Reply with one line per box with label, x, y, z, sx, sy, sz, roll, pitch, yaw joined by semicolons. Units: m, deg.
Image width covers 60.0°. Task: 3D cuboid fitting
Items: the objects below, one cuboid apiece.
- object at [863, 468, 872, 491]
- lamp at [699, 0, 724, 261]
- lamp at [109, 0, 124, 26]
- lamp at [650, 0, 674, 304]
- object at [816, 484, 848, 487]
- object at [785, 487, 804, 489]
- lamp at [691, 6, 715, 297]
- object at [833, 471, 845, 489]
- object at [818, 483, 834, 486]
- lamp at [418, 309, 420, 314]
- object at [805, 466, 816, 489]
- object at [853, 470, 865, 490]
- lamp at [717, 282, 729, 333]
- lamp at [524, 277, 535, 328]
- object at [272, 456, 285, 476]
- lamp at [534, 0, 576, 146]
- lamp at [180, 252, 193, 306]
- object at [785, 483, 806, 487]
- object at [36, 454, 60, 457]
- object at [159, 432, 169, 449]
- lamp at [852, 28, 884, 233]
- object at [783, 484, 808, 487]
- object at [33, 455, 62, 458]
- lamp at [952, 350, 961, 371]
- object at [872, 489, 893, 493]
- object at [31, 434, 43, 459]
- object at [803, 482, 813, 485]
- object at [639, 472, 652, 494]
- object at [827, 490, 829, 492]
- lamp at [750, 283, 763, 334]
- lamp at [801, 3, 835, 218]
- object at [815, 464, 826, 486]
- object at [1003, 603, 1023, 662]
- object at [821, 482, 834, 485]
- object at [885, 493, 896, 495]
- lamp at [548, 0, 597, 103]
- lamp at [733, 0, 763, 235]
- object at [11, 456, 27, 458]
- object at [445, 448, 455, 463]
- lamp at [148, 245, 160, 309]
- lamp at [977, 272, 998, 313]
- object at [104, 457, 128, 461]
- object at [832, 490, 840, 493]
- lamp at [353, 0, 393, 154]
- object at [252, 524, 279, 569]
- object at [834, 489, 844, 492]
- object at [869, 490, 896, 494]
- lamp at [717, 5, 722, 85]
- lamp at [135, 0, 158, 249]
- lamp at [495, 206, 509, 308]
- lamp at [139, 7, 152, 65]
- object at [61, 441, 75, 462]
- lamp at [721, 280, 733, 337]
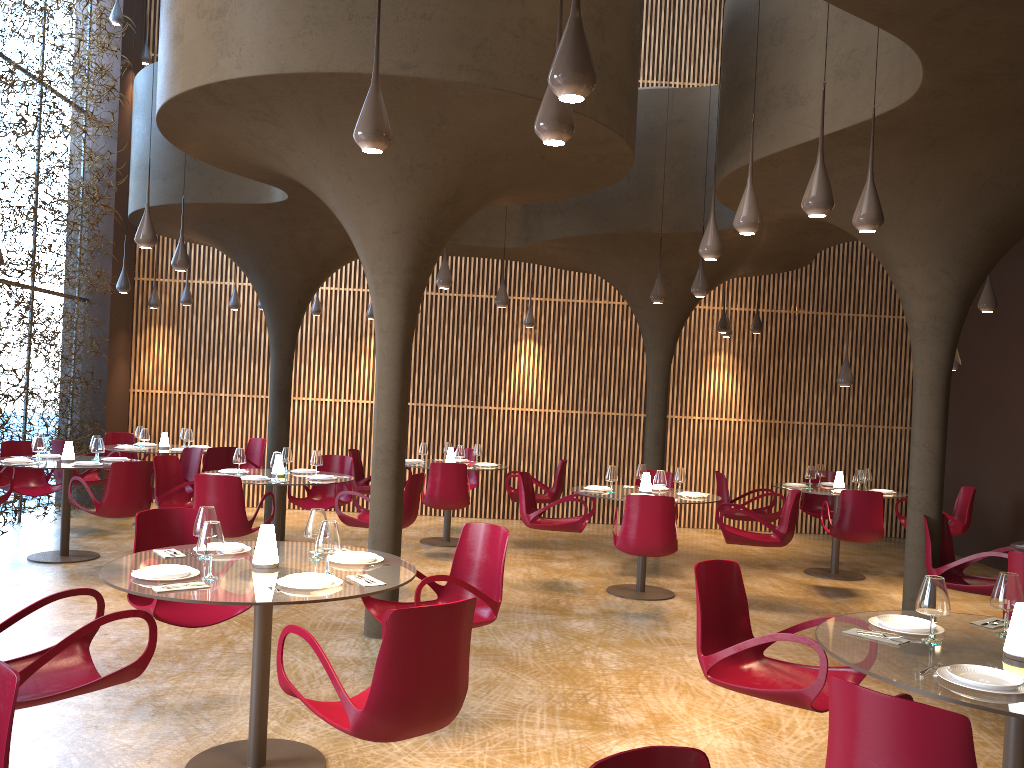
object;4.661;1.256;11.656;0.142;0.295;0.142;3;0;-13
lamp;1.760;-4.142;7.134;0.196;6.279;0.196;3;1;34
lamp;-5.829;-6.459;13.169;0.196;2.225;0.196;3;1;24
lamp;1.881;-4.090;10.461;0.195;6.279;0.196;3;1;34
object;4.388;1.388;12.181;0.410;0.012;0.204;3;-1;12
object;3.668;1.349;11.483;0.262;0.017;0.126;3;-1;15
lamp;2.199;-4.086;9.617;0.195;6.279;0.196;3;1;34
object;4.304;1.269;11.656;0.144;0.232;0.142;3;0;-5
object;4.383;1.386;12.181;0.331;0.014;0.332;2;-1;36
lamp;-1.378;-4.204;13.807;0.196;6.279;0.196;3;1;14
object;3.896;1.217;11.573;0.142;0.295;0.142;2;1;-43
object;4.404;1.238;11.258;0.142;0.295;0.142;3;0;8
lamp;3.544;-3.957;14.214;0.196;6.279;0.196;3;1;14
lamp;0.446;-4.098;15.036;0.196;6.279;0.196;3;1;14
object;-2.598;0.907;9.872;0.144;0.232;0.142;3;0;44
lamp;0.349;-4.253;4.071;0.196;6.279;0.196;3;1;4
lamp;-5.007;-4.379;14.006;0.196;6.279;0.196;3;1;24
object;3.764;1.341;11.770;0.263;0.029;0.263;3;-1;12
object;-5.603;0.868;10.696;0.263;0.029;0.263;2;-1;36
object;-5.104;0.827;13.019;0.144;0.232;0.142;3;0;-26
lamp;2.465;-4.127;5.723;0.196;6.279;0.196;3;1;-16
object;3.763;1.350;11.770;0.331;0.014;0.332;2;-1;28
object;-5.604;0.878;10.696;0.332;0.014;0.332;3;-1;-9
lamp;4.996;-3.284;9.739;0.195;6.279;0.196;4;1;44
object;4.795;1.387;11.472;0.263;0.029;0.263;3;-1;-5
object;-5.590;0.738;10.462;0.142;0.295;0.142;3;0;11
object;4.099;1.381;12.284;0.126;0.017;0.262;3;-1;16
object;1.506;1.109;9.960;0.142;0.232;0.144;3;0;-26
object;4.186;1.364;11.153;0.410;0.012;0.204;3;-1;16
lamp;4.034;-3.936;14.043;0.196;6.279;0.196;3;1;14
lamp;2.007;-4.154;5.341;0.196;6.279;0.196;3;1;-16
object;4.190;1.238;12.059;0.142;0.295;0.142;3;0;-18
object;2.186;1.057;3.790;0.142;0.232;0.144;3;0;-41
object;4.384;1.377;12.181;0.263;0.029;0.263;2;-1;26
object;4.794;1.398;11.467;0.204;0.012;0.411;3;-1;6
lamp;0.388;-4.260;3.455;0.195;6.279;0.196;3;1;34
lamp;1.756;-4.158;5.995;0.196;6.279;0.196;3;1;24
object;-5.833;0.871;10.499;0.126;0.017;0.261;4;-1;-44
object;-0.879;1.030;12.693;0.142;0.232;0.144;3;0;-16
lamp;-5.869;-4.409;14.868;0.196;6.279;0.196;3;1;24
lamp;5.390;-3.929;9.730;0.195;6.279;0.196;4;1;44
object;-4.783;0.908;10.706;0.263;0.029;0.263;3;-1;-8
object;4.191;1.363;11.152;0.331;0.014;0.332;2;-1;27
lamp;-0.541;-4.292;4.365;0.196;6.279;0.196;3;1;4
object;-1.365;0.899;4.928;0.142;0.232;0.144;3;0;-8
object;4.191;1.353;11.152;0.263;0.029;0.263;3;-1;4
object;4.794;1.397;11.472;0.332;0.014;0.331;3;-1;-12
lamp;3.416;-5.621;14.576;0.196;2.962;0.196;3;1;-16
lamp;-3.173;-4.371;8.011;0.195;6.279;0.196;4;1;44
lamp;0.014;-4.163;11.851;0.196;6.279;0.196;3;1;14
lamp;-6.062;-6.449;14.768;0.196;2.225;0.196;3;1;24
object;-5.184;0.787;10.364;0.142;0.232;0.144;3;0;-36
lamp;3.802;-3.933;15.042;0.196;6.279;0.196;3;1;24
